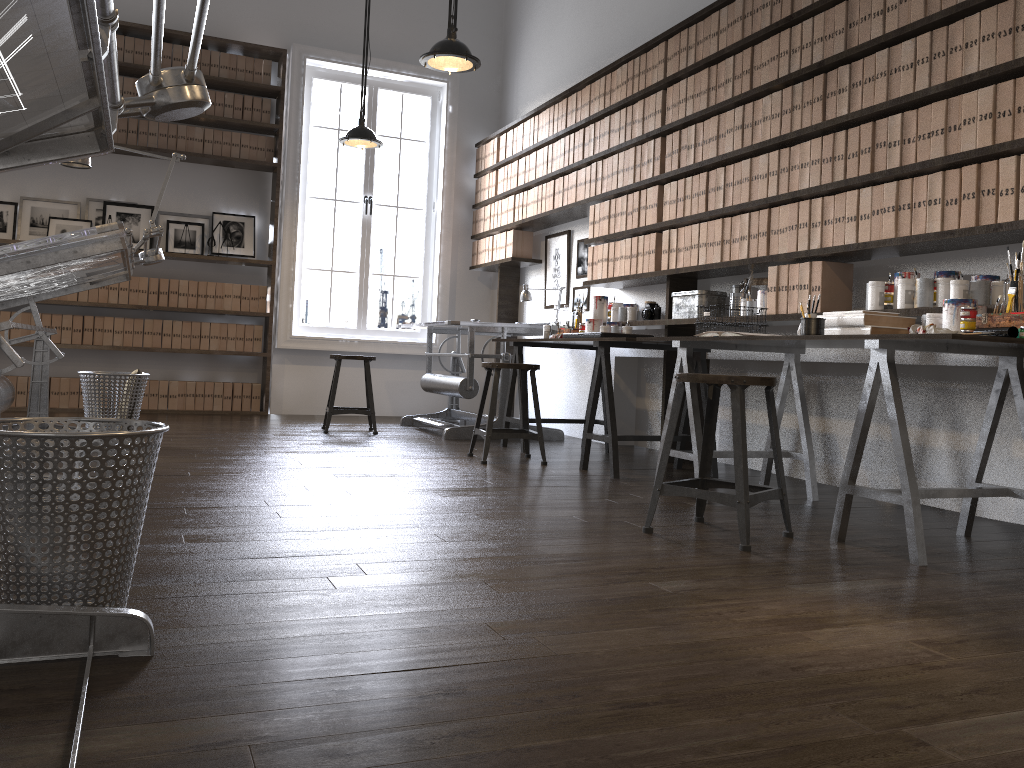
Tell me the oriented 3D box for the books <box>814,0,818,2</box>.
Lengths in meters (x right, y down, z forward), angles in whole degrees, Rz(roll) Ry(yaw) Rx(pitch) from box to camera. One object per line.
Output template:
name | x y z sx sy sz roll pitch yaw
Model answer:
books | 1.431 -1.784 3.923 0.174 0.226 0.067 3 -1 -23

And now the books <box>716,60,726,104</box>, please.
books | 1.149 -1.537 4.566 0.174 0.226 0.067 3 -1 -23

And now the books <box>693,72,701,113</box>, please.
books | 1.068 -1.545 4.755 0.174 0.226 0.067 3 -1 -23

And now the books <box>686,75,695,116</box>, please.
books | 1.042 -1.548 4.812 0.174 0.226 0.067 3 -1 -23

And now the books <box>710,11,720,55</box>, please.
books | 1.131 -1.817 4.632 0.174 0.226 0.067 3 -1 -23

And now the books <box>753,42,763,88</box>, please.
books | 1.262 -1.524 4.298 0.174 0.226 0.067 3 -1 -23

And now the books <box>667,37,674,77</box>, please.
books | 0.972 -1.834 5.018 0.174 0.226 0.067 3 -1 -23

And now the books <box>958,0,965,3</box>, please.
books | 1.711 -1.475 3.216 0.174 0.226 0.067 3 -1 -23

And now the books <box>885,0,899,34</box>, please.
books | 1.581 -1.489 3.529 0.174 0.226 0.067 3 -1 -23

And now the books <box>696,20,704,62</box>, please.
books | 1.082 -1.823 4.763 0.174 0.226 0.067 3 -1 -23

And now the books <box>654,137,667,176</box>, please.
books | 0.911 -1.293 5.097 0.174 0.226 0.067 3 -1 -23

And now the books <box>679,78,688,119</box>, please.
books | 1.012 -1.551 4.878 0.174 0.226 0.067 3 -1 -23

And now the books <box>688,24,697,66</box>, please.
books | 1.052 -1.826 4.826 0.174 0.226 0.067 3 -1 -23

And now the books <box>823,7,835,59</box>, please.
books | 1.447 -1.504 3.852 0.174 0.226 0.067 3 -1 -23

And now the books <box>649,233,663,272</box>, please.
books | 0.881 -0.746 5.082 0.174 0.226 0.067 3 -1 -23

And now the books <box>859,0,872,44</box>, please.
books | 1.528 -1.495 3.662 0.174 0.226 0.067 3 -1 -23

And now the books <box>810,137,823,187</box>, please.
books | 1.399 -0.954 3.881 0.174 0.226 0.067 3 -1 -23

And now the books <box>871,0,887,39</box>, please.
books | 1.551 -1.492 3.595 0.174 0.226 0.067 3 -1 -23

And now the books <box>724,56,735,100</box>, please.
books | 1.172 -1.534 4.499 0.174 0.226 0.067 3 -1 -23

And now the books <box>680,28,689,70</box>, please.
books | 1.020 -1.829 4.891 0.174 0.226 0.067 3 -1 -23

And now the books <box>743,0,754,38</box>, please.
books | 1.240 -1.805 4.385 0.174 0.226 0.067 3 -1 -23

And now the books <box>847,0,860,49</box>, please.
books | 1.502 -1.498 3.727 0.174 0.226 0.067 3 -1 -23

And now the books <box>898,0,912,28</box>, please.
books | 1.607 -1.487 3.472 0.174 0.226 0.067 3 -1 -23

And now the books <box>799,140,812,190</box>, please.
books | 1.374 -0.957 3.949 0.174 0.226 0.067 3 -1 -23

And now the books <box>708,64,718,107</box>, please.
books | 1.121 -1.540 4.631 0.174 0.226 0.067 3 -1 -23

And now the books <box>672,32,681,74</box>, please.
books | 0.992 -1.832 4.958 0.174 0.226 0.067 3 -1 -23

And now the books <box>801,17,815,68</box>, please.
books | 1.392 -1.510 3.975 0.174 0.226 0.067 3 -1 -23

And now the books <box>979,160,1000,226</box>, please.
books | 1.724 -0.654 3.091 0.174 0.226 0.067 3 -1 -23

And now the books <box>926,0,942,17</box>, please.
books | 1.660 -1.481 3.349 0.174 0.226 0.067 3 -1 -23

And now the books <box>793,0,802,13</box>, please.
books | 1.381 -1.790 4.052 0.174 0.226 0.067 3 -1 -23

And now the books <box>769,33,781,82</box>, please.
books | 1.305 -1.519 4.177 0.174 0.226 0.067 3 -1 -23

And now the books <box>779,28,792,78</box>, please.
books | 1.333 -1.516 4.110 0.174 0.226 0.067 3 -1 -23

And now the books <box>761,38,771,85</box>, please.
books | 1.285 -1.522 4.237 0.174 0.226 0.067 3 -1 -23

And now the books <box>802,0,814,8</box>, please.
books | 1.400 -1.787 3.988 0.174 0.226 0.067 3 -1 -23

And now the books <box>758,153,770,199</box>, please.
books | 1.265 -0.969 4.209 0.174 0.226 0.067 3 -1 -23

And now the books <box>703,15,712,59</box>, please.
books | 1.108 -1.820 4.698 0.174 0.226 0.067 3 -1 -23

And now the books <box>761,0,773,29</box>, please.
books | 1.291 -1.799 4.253 0.174 0.226 0.067 3 -1 -23

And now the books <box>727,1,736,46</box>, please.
books | 1.187 -1.811 4.508 0.174 0.226 0.067 3 -1 -23

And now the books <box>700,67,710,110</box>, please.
books | 1.089 -1.543 4.691 0.174 0.226 0.067 3 -1 -23

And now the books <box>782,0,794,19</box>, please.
books | 1.347 -1.793 4.118 0.174 0.226 0.067 3 -1 -23

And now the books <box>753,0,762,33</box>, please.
books | 1.267 -1.802 4.320 0.174 0.226 0.067 3 -1 -23

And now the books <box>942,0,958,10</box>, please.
books | 1.688 -1.478 3.283 0.174 0.226 0.067 3 -1 -23

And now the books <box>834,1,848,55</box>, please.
books | 1.469 -1.501 3.788 0.174 0.226 0.067 3 -1 -23

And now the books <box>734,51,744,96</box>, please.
books | 1.204 -1.531 4.435 0.174 0.226 0.067 3 -1 -23

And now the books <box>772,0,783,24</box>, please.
books | 1.323 -1.796 4.189 0.174 0.226 0.067 3 -1 -23

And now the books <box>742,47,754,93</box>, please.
books | 1.228 -1.528 4.364 0.174 0.226 0.067 3 -1 -23

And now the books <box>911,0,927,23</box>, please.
books | 1.629 -1.484 3.409 0.174 0.226 0.067 3 -1 -23

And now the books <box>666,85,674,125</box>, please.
books | 0.963 -1.557 5.010 0.174 0.226 0.067 3 -1 -23

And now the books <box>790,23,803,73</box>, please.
books | 1.365 -1.513 4.045 0.174 0.226 0.067 3 -1 -23

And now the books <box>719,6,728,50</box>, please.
books | 1.161 -1.814 4.566 0.174 0.226 0.067 3 -1 -23

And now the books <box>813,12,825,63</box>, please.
books | 1.421 -1.507 3.909 0.174 0.226 0.067 3 -1 -23

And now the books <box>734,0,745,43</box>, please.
books | 1.208 -1.808 4.445 0.174 0.226 0.067 3 -1 -23

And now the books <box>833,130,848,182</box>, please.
books | 1.455 -0.948 3.758 0.174 0.226 0.067 3 -1 -23

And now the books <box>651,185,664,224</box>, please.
books | 0.894 -1.016 5.084 0.174 0.226 0.067 3 -1 -23

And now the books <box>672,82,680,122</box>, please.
books | 0.989 -1.554 4.944 0.174 0.226 0.067 3 -1 -23
